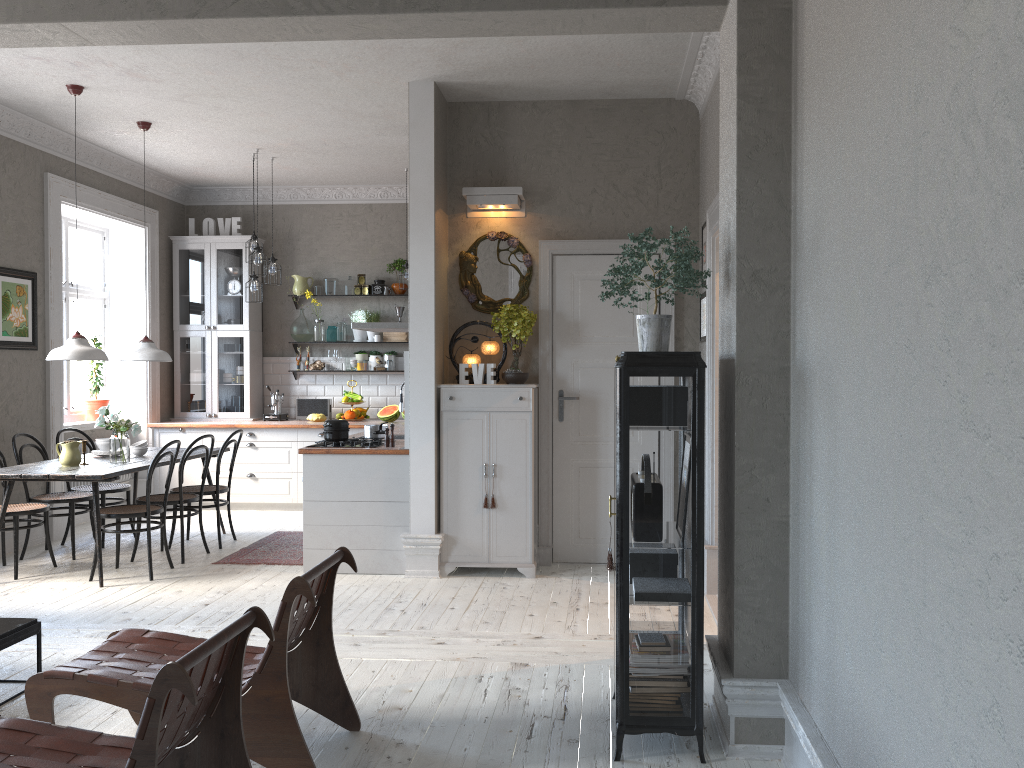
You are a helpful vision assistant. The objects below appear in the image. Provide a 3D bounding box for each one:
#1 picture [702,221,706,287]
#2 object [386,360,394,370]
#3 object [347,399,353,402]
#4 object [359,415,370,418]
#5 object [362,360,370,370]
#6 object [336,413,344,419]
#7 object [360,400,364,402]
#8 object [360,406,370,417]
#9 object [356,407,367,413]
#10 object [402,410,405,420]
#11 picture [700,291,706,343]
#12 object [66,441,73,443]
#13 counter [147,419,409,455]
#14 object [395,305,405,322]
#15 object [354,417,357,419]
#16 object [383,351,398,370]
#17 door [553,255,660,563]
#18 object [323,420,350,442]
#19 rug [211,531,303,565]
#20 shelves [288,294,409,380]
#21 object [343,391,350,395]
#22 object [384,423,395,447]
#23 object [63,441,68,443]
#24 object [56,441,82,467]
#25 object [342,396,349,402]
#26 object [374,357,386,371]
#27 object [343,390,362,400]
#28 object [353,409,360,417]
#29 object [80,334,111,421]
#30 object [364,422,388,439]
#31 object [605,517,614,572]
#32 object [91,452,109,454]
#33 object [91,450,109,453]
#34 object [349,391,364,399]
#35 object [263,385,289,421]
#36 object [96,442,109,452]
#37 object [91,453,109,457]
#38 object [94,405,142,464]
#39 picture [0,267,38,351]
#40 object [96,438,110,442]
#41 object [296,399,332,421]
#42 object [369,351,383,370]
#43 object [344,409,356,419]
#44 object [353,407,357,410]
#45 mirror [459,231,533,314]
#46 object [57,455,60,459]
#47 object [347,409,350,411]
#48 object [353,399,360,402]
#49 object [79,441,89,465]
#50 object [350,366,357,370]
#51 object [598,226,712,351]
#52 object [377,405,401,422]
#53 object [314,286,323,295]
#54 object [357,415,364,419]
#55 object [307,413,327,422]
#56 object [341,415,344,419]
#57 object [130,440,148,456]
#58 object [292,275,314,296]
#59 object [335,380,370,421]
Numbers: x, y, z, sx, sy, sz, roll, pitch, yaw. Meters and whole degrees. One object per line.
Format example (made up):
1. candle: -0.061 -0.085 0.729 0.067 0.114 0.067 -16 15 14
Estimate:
1. picture: 1.282 -0.861 5.890 0.012 0.416 0.283 0 1 6
2. object: -1.271 -0.196 9.232 0.078 0.108 0.077 0 1 -2
3. object: -1.660 0.180 9.077 0.063 0.061 0.067 0 1 5
4. object: -1.556 0.333 9.193 0.212 0.044 0.055 1 2 43
5. object: -1.527 -0.196 9.275 0.078 0.108 0.077 0 1 -2
6. object: -1.756 0.331 9.161 0.075 0.072 0.154 1 1 34
7. object: -1.557 0.178 9.135 0.052 0.050 0.049 0 1 14
8. object: -1.521 0.275 9.141 0.060 0.120 0.128 1 1 29
9. object: -1.547 0.269 9.150 0.127 0.056 0.059 0 1 -4
10. object: -0.991 0.324 8.870 0.226 0.127 0.147 0 1 -13
11. picture: 1.282 -0.446 5.901 0.014 0.331 0.491 0 1 6
12. object: -3.104 0.476 6.223 0.061 0.172 0.063 1 1 26
13. counter: -2.074 0.423 7.755 3.152 0.039 3.401 0 1 5
14. object: -1.177 -0.691 9.283 0.132 0.287 0.129 0 1 -10
15. object: -1.621 0.350 9.081 0.070 0.065 0.070 1 1 26
16. object: -1.277 -0.247 9.346 0.158 0.213 0.153 0 1 2
17. door: 0.664 0.181 6.269 0.749 2.183 0.080 0 1 3
18. object: -1.240 0.329 6.253 0.192 0.147 0.191 0 1 -16
19. rug: -1.723 1.271 6.934 0.734 0.014 1.293 0 1 6
20. shelves: -1.671 -0.468 9.316 1.313 0.923 0.229 0 1 4
21. object: -1.701 0.093 9.111 0.074 0.058 0.050 0 1 -19
22. object: -0.849 0.353 6.146 0.073 0.167 0.036 0 1 4
23. object: -3.157 0.475 6.299 0.097 0.172 0.095 0 1 -14
24. object: -3.049 0.479 6.100 0.152 0.170 0.133 -1 1 -34
25. object: -1.702 0.158 9.064 0.058 0.069 0.080 0 1 24
26. object: -1.378 -0.213 9.257 0.120 0.147 0.099 -1 1 -28
27. object: -1.636 0.114 9.103 0.209 0.101 0.067 0 1 10
28. object: -1.600 0.298 9.081 0.087 0.078 0.089 1 1 31
29. object: -3.911 -0.062 8.314 0.255 0.813 0.265 1 1 32
30. object: -0.948 0.333 6.464 0.297 0.134 0.178 1 1 39
31. object: 0.411 0.671 3.713 0.041 0.234 0.044 -1 1 -39
32. object: -3.078 0.529 6.764 0.242 0.027 0.233 -1 1 -27
33. object: -3.078 0.521 6.764 0.233 0.027 0.241 1 1 28
34. object: -1.600 0.123 9.169 0.178 0.096 0.089 1 1 25
35. object: -2.453 0.195 9.132 0.205 0.370 0.354 0 1 5
36. object: -3.079 0.485 6.763 0.180 0.094 0.179 0 1 -4
37. object: -3.078 0.538 6.764 0.234 0.027 0.241 0 1 23
38. object: -2.789 0.353 6.286 0.311 0.414 0.252 0 1 3
39. picture: -3.794 -0.568 6.766 0.020 0.619 0.523 0 1 6
40. object: -3.079 0.465 6.762 0.180 0.094 0.179 0 1 -4
41. object: -2.057 0.266 9.196 0.350 0.226 0.088 0 1 4
42. object: -1.442 -0.248 9.349 0.170 0.214 0.150 1 1 34
43. object: -1.648 0.311 9.009 0.115 0.110 0.109 -1 1 -28
44. object: -1.621 0.286 9.197 0.085 0.093 0.087 0 1 1
45. mirror: -0.118 -0.794 6.297 0.531 0.593 0.071 0 1 4
46. object: -3.278 0.500 6.548 0.141 0.112 0.138 0 1 -13
47. object: -1.651 0.296 9.206 0.077 0.076 0.157 1 1 31
48. object: -1.601 0.182 9.108 0.076 0.062 0.099 0 1 -22
49. object: -2.985 0.479 6.180 0.058 0.167 0.060 0 1 18
50. object: -1.647 -0.167 9.228 0.077 0.051 0.077 0 1 -2
51. object: 0.554 -0.374 3.420 0.409 0.506 0.403 0 1 21
52. object: -1.243 0.299 8.937 0.232 0.174 0.221 1 1 26
53. object: -2.038 -0.978 9.334 0.103 0.111 0.103 0 1 5
54. object: -1.552 0.344 9.071 0.069 0.051 0.088 -1 1 -37
55. object: -1.981 0.341 8.989 0.196 0.083 0.190 0 1 5
56. object: -1.720 0.335 9.122 0.084 0.057 0.090 1 1 37
57. object: -2.858 0.492 6.792 0.123 0.119 0.129 0 1 21
58. object: -2.203 -1.031 9.285 0.188 0.216 0.175 0 1 19
59. object: -1.647 0.170 9.131 0.355 0.425 0.349 0 1 -10
